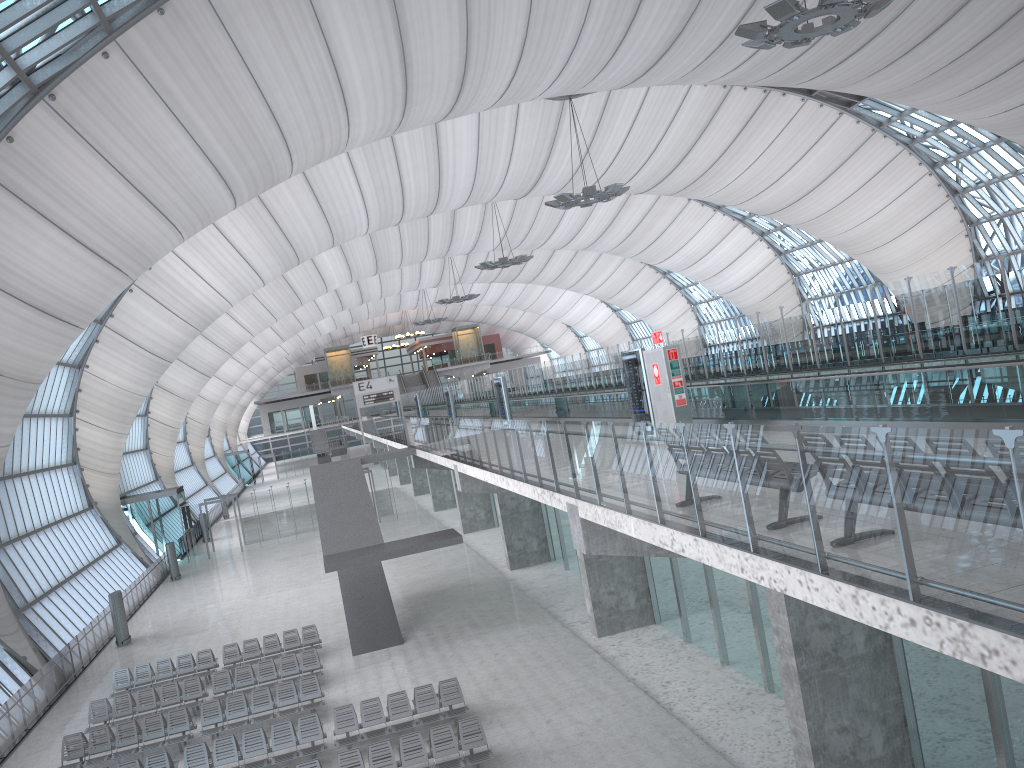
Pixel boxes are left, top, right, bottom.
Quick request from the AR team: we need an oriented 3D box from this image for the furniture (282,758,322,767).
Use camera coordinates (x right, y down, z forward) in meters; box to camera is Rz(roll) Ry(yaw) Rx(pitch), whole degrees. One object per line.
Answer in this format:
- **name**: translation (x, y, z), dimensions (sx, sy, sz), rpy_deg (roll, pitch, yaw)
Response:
- **furniture**: translation (-4.459, 7.105, 14.951), dimensions (2.705, 0.913, 1.572), rpy_deg (-10, 0, -13)

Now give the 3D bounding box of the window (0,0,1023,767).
- **window**: translation (-3.879, -2.908, 77.188), dimensions (50.537, 20.004, 167.818), rpy_deg (-10, 0, -13)

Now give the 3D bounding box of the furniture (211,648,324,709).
- **furniture**: translation (-6.107, 7.362, 22.182), dimensions (2.705, 0.913, 1.572), rpy_deg (-10, 0, -13)

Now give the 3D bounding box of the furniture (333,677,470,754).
- **furniture**: translation (-2.264, 6.694, 17.930), dimensions (2.705, 0.913, 1.572), rpy_deg (-10, 0, -13)

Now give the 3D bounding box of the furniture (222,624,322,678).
- **furniture**: translation (-6.693, 7.453, 24.756), dimensions (2.705, 0.913, 1.572), rpy_deg (-10, 0, -13)

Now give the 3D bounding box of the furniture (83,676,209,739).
- **furniture**: translation (-8.835, 7.857, 21.543), dimensions (2.705, 0.913, 1.572), rpy_deg (-10, 0, -13)

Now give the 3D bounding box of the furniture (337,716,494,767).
- **furniture**: translation (-1.730, 6.611, 15.590), dimensions (2.705, 0.913, 1.572), rpy_deg (-10, 0, -13)

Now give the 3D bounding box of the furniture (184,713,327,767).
- **furniture**: translation (-4.992, 7.188, 17.291), dimensions (2.705, 0.913, 1.572), rpy_deg (-10, 0, -13)

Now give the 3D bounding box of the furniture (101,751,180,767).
- **furniture**: translation (-7.720, 7.683, 16.652), dimensions (2.705, 0.913, 1.572), rpy_deg (-10, 0, -13)

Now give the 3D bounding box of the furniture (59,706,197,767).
- **furniture**: translation (-8.313, 7.775, 19.254), dimensions (2.705, 0.913, 1.572), rpy_deg (-10, 0, -13)

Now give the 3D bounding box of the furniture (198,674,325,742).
- **furniture**: translation (-5.585, 7.281, 19.893), dimensions (2.705, 0.913, 1.572), rpy_deg (-10, 0, -13)

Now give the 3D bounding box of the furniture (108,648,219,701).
- **furniture**: translation (-9.421, 7.948, 24.117), dimensions (2.705, 0.913, 1.572), rpy_deg (-10, 0, -13)
